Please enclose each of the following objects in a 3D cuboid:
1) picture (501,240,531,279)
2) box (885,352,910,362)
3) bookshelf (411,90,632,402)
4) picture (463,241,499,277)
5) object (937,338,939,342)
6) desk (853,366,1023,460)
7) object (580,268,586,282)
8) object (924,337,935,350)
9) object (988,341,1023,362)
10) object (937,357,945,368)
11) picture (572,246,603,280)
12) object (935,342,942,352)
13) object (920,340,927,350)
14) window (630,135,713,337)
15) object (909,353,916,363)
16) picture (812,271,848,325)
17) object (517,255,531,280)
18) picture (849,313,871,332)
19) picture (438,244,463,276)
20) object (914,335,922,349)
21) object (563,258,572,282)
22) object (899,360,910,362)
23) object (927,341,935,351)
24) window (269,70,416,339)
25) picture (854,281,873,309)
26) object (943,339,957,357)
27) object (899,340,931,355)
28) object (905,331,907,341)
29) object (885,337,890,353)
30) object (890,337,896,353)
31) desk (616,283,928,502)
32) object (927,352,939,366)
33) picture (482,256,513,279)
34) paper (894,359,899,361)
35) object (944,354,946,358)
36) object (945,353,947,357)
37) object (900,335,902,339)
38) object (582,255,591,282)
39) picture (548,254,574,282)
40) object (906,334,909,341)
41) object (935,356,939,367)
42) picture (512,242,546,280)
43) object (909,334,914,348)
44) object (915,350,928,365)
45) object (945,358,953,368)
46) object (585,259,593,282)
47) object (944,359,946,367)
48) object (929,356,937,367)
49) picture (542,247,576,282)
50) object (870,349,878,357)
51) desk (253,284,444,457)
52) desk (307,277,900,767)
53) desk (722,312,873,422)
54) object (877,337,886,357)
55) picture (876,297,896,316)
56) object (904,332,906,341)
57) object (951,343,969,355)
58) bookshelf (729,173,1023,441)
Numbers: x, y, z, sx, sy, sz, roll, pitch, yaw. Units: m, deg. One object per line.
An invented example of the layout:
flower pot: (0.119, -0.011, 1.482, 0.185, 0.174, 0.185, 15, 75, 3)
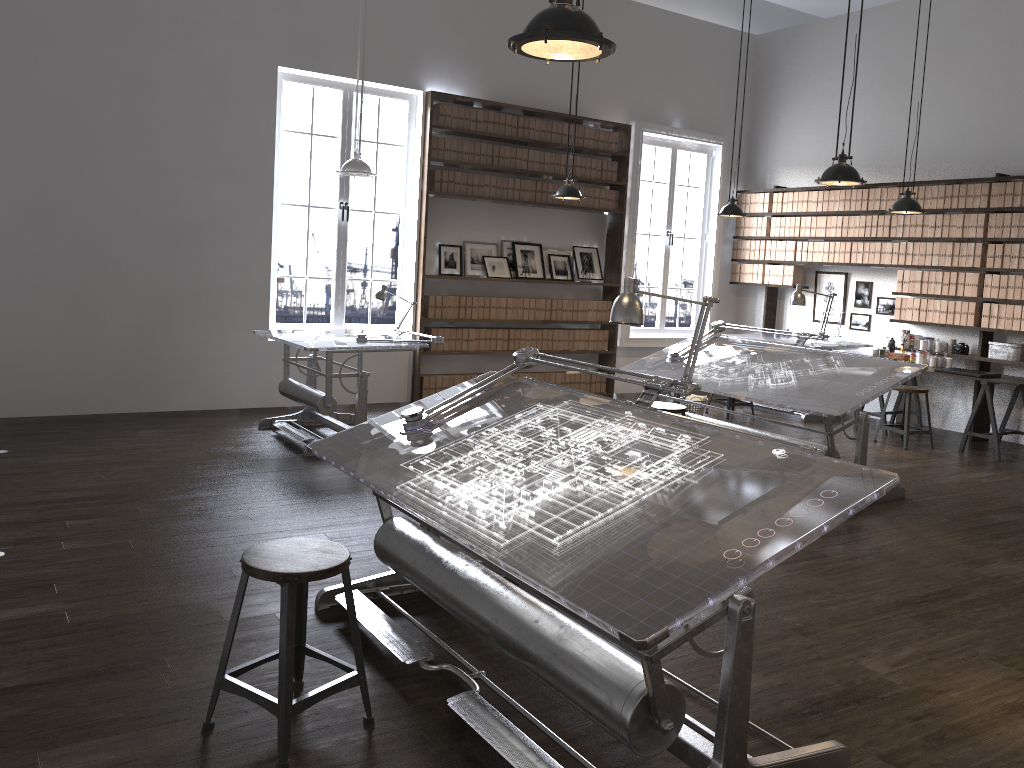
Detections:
picture: (0.049, -1.314, 9.380, 0.369, 0.404, 0.091, -1, 6, -33)
box: (3.772, -0.255, 8.646, 0.137, 0.083, 0.213, -1, 9, -33)
bookshelf: (0.058, -0.999, 9.384, 2.473, 3.707, 0.414, 0, 6, -33)
picture: (-0.312, -1.283, 9.146, 0.415, 0.364, 0.083, -1, 6, -33)
object: (4.147, -0.389, 8.649, 0.005, 0.117, 0.036, 2, 5, -12)
desk: (3.956, 0.204, 8.153, 0.655, 0.666, 1.677, -1, 8, -33)
object: (0.776, -1.184, 9.622, 0.066, 0.165, 0.040, 0, 6, -33)
object: (4.117, -0.396, 8.744, 0.094, 0.127, 0.095, 3, 6, -2)
object: (4.507, -0.296, 8.044, 0.193, 0.152, 0.318, -1, 8, -33)
object: (4.045, -0.203, 8.351, 0.062, 0.093, 0.063, 5, 6, 16)
picture: (0.844, -1.343, 9.852, 0.343, 0.363, 0.161, -1, 7, -33)
object: (4.131, -0.361, 8.583, 0.062, 0.094, 0.062, 8, 8, 43)
object: (4.029, -0.379, 8.673, 0.062, 0.094, 0.062, 8, 8, 43)
window: (1.814, -1.680, 10.348, 1.245, 2.299, 0.154, 0, 6, -33)
object: (3.839, -0.240, 8.492, 0.049, 0.111, 0.050, -1, 6, -36)
picture: (3.526, -0.958, 9.826, 0.040, 0.572, 0.417, 0, 7, -33)
object: (0.122, -1.214, 9.214, 0.174, 0.259, 0.040, 0, 6, -33)
picture: (3.740, -0.666, 9.509, 0.023, 0.182, 0.252, 0, 7, -33)
picture: (-0.622, -1.252, 8.972, 0.267, 0.314, 0.058, -1, 6, -33)
object: (4.033, -0.419, 8.802, 0.070, 0.130, 0.070, 4, 5, 5)
object: (0.602, -1.230, 9.537, 0.124, 0.259, 0.040, 0, 6, -33)
object: (3.702, -0.207, 8.429, 0.132, 0.050, 0.198, 3, 8, -4)
object: (4.079, -0.369, 8.624, 0.063, 0.093, 0.063, 9, 8, 43)
window: (-1.587, -1.591, 8.309, 1.483, 2.486, 0.154, 0, 6, -33)
picture: (3.763, -0.955, 9.477, 0.022, 0.283, 0.202, 0, 7, -33)
object: (4.205, -0.347, 8.501, 0.107, 0.161, 0.237, 6, 7, 22)
object: (3.944, -0.357, 8.643, 0.344, 0.145, 0.077, 2, 6, -10)
object: (3.824, -0.405, 8.618, 0.021, 0.227, 0.007, 1, 5, -21)
object: (3.704, -0.350, 8.766, 0.068, 0.236, 0.069, 0, 6, -36)
object: (3.775, -0.348, 8.812, 0.068, 0.228, 0.069, 0, 6, -36)
desk: (1.760, -0.055, 6.441, 1.076, 1.380, 2.291, 0, 8, -33)
object: (4.024, -0.234, 8.475, 0.094, 0.127, 0.095, 0, 7, -29)
picture: (-0.151, -1.206, 9.168, 0.300, 0.228, 0.145, -1, 7, -33)
paper: (3.649, -0.223, 8.551, 0.155, 0.038, 0.138, 10, 10, 42)
object: (4.094, -0.229, 8.404, 0.005, 0.117, 0.036, 0, 6, -38)
object: (4.103, -0.227, 8.400, 0.004, 0.133, 0.030, 0, 6, -37)
object: (3.806, -0.386, 8.622, 0.008, 0.185, 0.071, 0, 6, -32)
object: (0.811, -1.259, 9.679, 0.118, 0.303, 0.040, 0, 6, -33)
picture: (0.533, -1.264, 9.645, 0.289, 0.289, 0.127, -1, 7, -33)
object: (3.820, -0.390, 8.608, 0.006, 0.192, 0.055, 0, 6, -34)
object: (4.031, -0.212, 8.407, 0.044, 0.100, 0.045, 0, 6, -33)
picture: (0.182, -1.302, 9.404, 0.373, 0.389, 0.149, -1, 6, -33)
object: (3.993, -0.430, 8.860, 0.051, 0.139, 0.050, 0, 6, -35)
object: (3.909, -0.245, 8.457, 0.104, 0.141, 0.105, -2, 8, -40)
object: (4.110, -0.198, 8.338, 0.062, 0.094, 0.062, 5, 6, 16)
object: (0.853, -1.244, 9.741, 0.110, 0.261, 0.040, 0, 6, -33)
object: (4.090, -0.201, 8.424, 0.054, 0.080, 0.054, 0, 7, -32)
object: (3.978, -0.211, 8.373, 0.062, 0.094, 0.062, 4, 6, 7)
picture: (0.503, -1.303, 9.671, 0.434, 0.359, 0.095, -1, 6, -33)
object: (3.591, -0.293, 8.784, 0.068, 0.104, 0.069, 0, 6, -28)
desk: (-1.228, -0.174, 6.798, 1.171, 1.184, 1.275, -1, 7, -33)
desk: (0.173, 0.318, 3.012, 1.076, 1.380, 2.079, 0, 8, -33)
desk: (3.065, -0.247, 9.488, 1.071, 1.093, 1.275, -1, 8, -33)
object: (3.643, -0.345, 8.728, 0.068, 0.228, 0.069, 0, 6, -36)
picture: (3.916, -0.811, 9.235, 0.023, 0.182, 0.252, 0, 7, -33)
object: (3.806, -0.396, 8.603, 0.007, 0.213, 0.055, 3, 5, 2)
object: (4.238, -0.337, 8.392, 0.091, 0.108, 0.171, -1, 8, -33)
bookshelf: (5.229, -0.127, 7.033, 0.373, 3.192, 9.224, 0, 8, -33)
